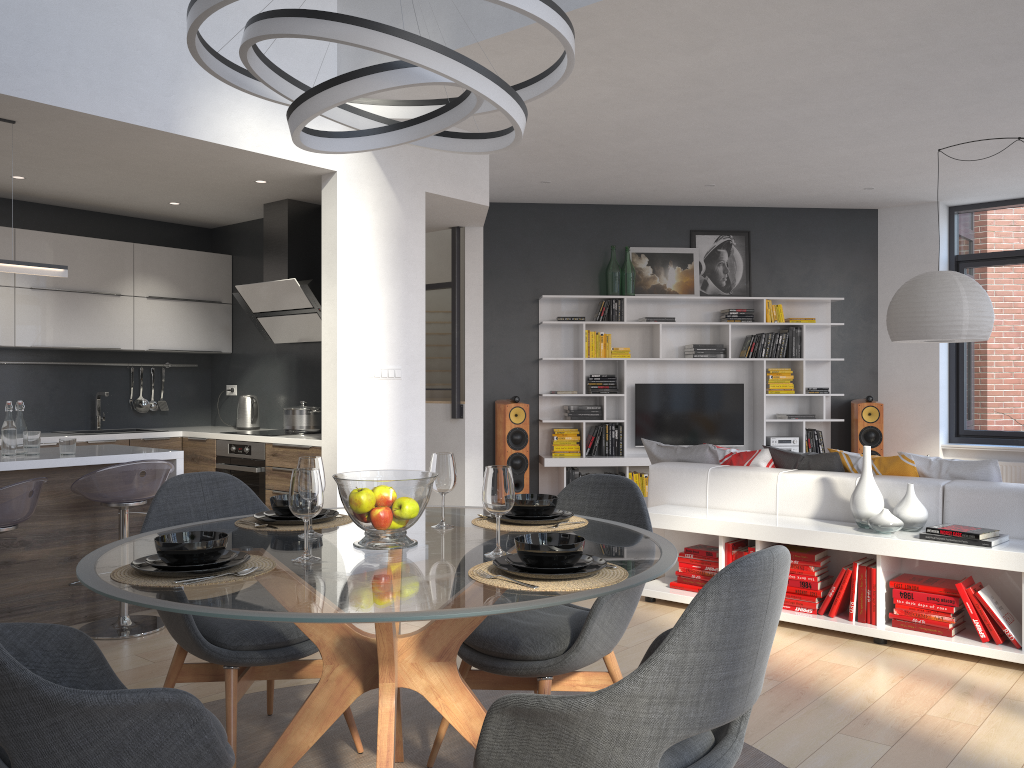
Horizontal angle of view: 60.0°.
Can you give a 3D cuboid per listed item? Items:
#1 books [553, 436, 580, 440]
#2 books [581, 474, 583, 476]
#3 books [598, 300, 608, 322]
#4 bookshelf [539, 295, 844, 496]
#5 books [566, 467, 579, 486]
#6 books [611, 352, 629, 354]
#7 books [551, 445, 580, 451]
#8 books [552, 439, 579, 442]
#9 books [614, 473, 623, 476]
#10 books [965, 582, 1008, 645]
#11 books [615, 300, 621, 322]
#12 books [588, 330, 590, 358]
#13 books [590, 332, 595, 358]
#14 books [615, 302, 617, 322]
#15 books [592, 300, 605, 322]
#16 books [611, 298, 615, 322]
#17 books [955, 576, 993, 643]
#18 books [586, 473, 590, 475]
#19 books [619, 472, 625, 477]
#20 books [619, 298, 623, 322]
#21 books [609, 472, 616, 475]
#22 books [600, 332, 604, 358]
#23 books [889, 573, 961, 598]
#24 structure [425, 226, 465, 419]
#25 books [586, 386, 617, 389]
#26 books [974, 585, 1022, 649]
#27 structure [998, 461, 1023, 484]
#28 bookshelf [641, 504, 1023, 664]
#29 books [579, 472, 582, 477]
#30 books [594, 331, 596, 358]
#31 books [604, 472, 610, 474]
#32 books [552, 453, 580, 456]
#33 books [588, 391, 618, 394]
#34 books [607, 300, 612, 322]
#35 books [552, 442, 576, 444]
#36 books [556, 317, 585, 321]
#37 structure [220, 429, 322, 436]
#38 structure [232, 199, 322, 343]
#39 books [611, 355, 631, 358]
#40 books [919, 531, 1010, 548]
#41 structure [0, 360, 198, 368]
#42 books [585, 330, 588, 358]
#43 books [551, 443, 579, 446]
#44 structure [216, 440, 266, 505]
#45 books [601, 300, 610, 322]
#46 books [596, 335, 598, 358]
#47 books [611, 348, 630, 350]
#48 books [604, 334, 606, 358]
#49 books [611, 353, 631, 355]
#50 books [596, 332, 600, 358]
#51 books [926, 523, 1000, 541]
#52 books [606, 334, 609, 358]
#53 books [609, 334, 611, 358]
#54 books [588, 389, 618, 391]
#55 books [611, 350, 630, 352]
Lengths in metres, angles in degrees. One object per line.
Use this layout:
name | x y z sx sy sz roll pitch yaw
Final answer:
books | 0.534 0.528 8.698 0.250 0.035 0.185 0 0 -2
books | 0.686 1.002 8.592 0.053 0.240 0.189 0 0 -5
books | 0.881 -0.707 8.704 0.087 0.214 0.171 0 0 -5
bookshelf | 1.781 0.174 8.709 3.000 2.052 0.455 0 0 -5
books | 0.564 0.965 8.590 0.128 0.321 0.259 0 0 -5
books | 1.052 -0.305 8.691 0.169 0.018 0.113 0 0 -4
books | 0.523 0.624 8.688 0.255 0.044 0.198 0 0 -5
books | 0.522 0.555 8.700 0.251 0.019 0.180 0 0 -5
books | 1.015 0.996 8.629 0.084 0.249 0.191 0 0 -5
books | 2.096 1.005 3.901 0.148 0.232 0.171 0 0 42
books | 1.036 -0.710 8.707 0.038 0.218 0.169 0 0 -5
books | 0.736 -0.387 8.689 0.025 0.270 0.213 0 0 -5
books | 0.770 -0.379 8.697 0.044 0.255 0.198 0 0 -5
books | 1.007 -0.702 8.704 0.021 0.200 0.147 0 0 -5
books | 0.849 -0.708 8.695 0.096 0.213 0.166 0 0 -7
books | 0.983 -0.716 8.707 0.025 0.232 0.176 0 0 -5
books | 2.064 0.996 3.937 0.134 0.248 0.192 0 0 40
books | 0.761 0.994 8.596 0.066 0.255 0.193 0 0 -5
books | 1.049 0.991 8.633 0.066 0.260 0.197 0 0 -5
books | 1.065 -0.717 8.703 0.019 0.230 0.174 0 0 -5
books | 0.951 0.994 8.625 0.075 0.254 0.192 0 0 -6
books | 0.867 -0.377 8.702 0.035 0.250 0.185 0 0 -5
books | 1.939 0.931 4.104 0.301 0.032 0.227 0 0 40
structure | -1.118 -0.984 9.715 4.190 4.339 2.823 0 0 40
books | 0.882 0.032 8.707 0.266 0.030 0.209 0 0 -7
books | 2.138 1.011 3.865 0.186 0.223 0.188 0 0 40
structure | 5.048 0.969 8.171 1.474 0.460 0.110 0 0 40
bookshelf | 1.776 0.950 4.194 2.600 0.500 0.356 0 0 40
books | 0.654 0.987 8.593 0.053 0.268 0.202 0 0 -5
books | 0.800 -0.382 8.701 0.015 0.263 0.199 0 0 -5
books | 0.905 0.991 8.624 0.066 0.260 0.197 0 0 -5
books | 0.527 0.686 8.674 0.270 0.029 0.204 0 0 0
books | 0.889 0.085 8.688 0.263 0.026 0.189 0 0 -7
books | 0.958 -0.710 8.699 0.021 0.221 0.156 0 0 -5
books | 0.512 0.576 8.680 0.228 0.024 0.152 0 0 -1
books | 0.570 -0.625 8.656 0.268 0.046 0.208 0 0 -2
structure | -1.675 0.347 6.329 0.600 0.006 0.550 0 0 40
structure | -1.615 -0.806 6.393 0.898 0.998 0.407 0 0 40
books | 1.055 -0.269 8.707 0.190 0.033 0.147 0 0 -5
books | 2.031 0.687 3.983 0.245 0.026 0.300 0 0 -45
structure | -3.558 -0.150 6.140 0.050 0.045 3.000 0 0 40
books | 0.710 -0.386 8.677 0.029 0.270 0.204 0 0 -5
books | 0.519 0.594 8.702 0.263 0.015 0.198 0 0 -2
structure | -1.704 0.689 6.294 0.587 0.588 0.584 0 0 40
books | 0.910 -0.708 8.694 0.074 0.212 0.154 0 0 -6
books | 0.820 -0.364 8.682 0.024 0.229 0.156 0 0 -5
books | 1.052 -0.341 8.719 0.186 0.026 0.138 0 0 -5
books | 0.896 -0.371 8.707 0.023 0.239 0.169 0 0 -5
books | 1.056 -0.292 8.711 0.196 0.011 0.148 0 0 -5
books | 0.840 -0.377 8.702 0.019 0.251 0.180 0 0 -5
books | 2.014 0.660 3.964 0.188 0.027 0.238 0 0 -37
books | 0.920 -0.369 8.705 0.024 0.234 0.172 0 0 -5
books | 0.946 -0.369 8.711 0.024 0.234 0.172 0 0 -5
books | 0.890 0.059 8.690 0.270 0.025 0.189 0 0 -6
books | 1.057 -0.321 8.706 0.187 0.014 0.134 0 0 -5
